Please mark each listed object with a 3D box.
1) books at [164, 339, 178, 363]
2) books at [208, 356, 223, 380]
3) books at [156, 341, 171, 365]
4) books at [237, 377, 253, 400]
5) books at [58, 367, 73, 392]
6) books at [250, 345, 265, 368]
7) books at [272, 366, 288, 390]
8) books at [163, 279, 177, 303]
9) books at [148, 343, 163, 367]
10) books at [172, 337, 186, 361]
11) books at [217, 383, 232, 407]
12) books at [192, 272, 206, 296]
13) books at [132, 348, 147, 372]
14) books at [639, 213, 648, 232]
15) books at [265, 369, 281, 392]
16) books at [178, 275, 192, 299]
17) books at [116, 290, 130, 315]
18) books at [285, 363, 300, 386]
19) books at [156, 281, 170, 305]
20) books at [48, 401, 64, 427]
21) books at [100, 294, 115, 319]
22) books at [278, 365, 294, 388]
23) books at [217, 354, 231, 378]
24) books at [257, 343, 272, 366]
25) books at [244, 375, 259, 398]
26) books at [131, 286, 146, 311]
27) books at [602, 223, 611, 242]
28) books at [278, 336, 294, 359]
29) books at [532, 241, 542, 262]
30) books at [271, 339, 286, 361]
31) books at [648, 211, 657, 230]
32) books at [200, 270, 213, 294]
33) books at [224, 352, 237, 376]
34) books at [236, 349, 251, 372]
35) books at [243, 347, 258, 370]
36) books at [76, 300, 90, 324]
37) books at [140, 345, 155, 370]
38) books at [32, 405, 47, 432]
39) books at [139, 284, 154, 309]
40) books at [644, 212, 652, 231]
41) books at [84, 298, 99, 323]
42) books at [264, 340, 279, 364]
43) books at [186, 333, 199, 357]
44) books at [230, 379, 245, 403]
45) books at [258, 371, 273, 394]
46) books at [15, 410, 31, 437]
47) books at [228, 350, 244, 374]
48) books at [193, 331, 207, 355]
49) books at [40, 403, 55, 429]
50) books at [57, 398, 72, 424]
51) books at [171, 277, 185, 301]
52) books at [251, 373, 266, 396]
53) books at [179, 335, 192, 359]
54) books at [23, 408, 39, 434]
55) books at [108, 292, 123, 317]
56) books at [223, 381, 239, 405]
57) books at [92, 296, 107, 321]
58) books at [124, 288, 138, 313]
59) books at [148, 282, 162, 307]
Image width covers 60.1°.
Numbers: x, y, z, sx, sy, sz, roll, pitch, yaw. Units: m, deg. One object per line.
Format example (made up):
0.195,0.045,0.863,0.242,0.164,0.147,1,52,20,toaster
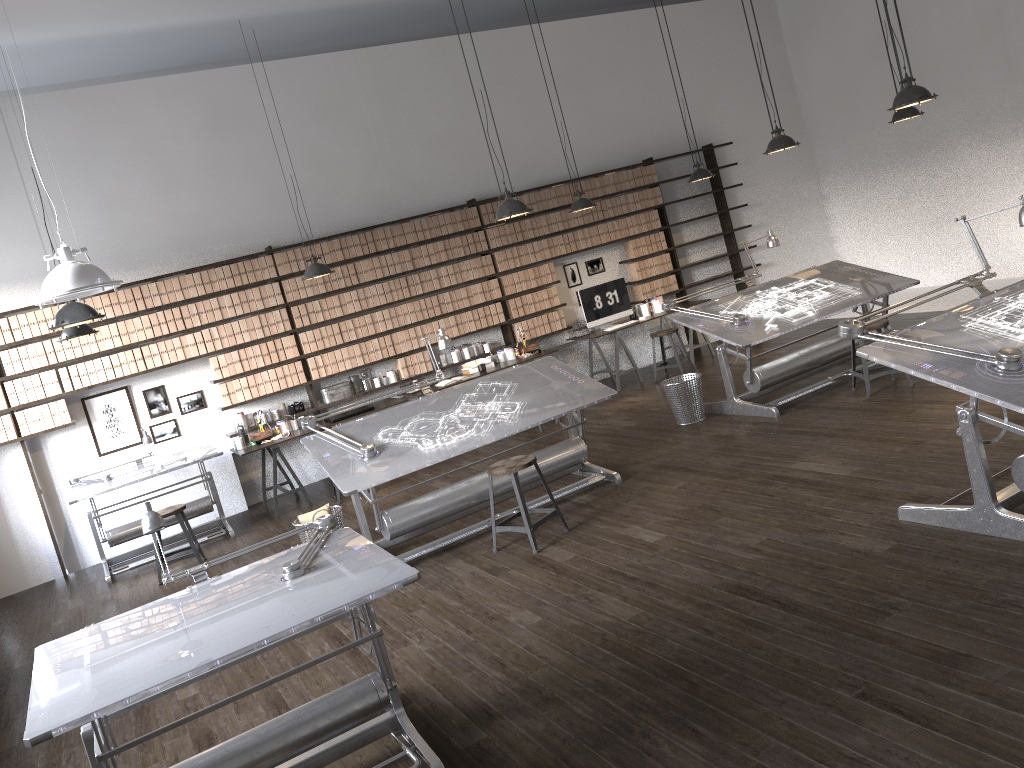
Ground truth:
-3.252,-0.309,8.442,0.067,0.224,0.174,-18,7,-25,books
-2.883,-0.152,8.610,0.067,0.225,0.174,-18,7,-25,books
-3.313,-0.288,8.411,0.067,0.224,0.174,-18,7,-25,books
-2.633,0.045,8.724,0.067,0.225,0.174,-18,7,-25,books
-4.048,-0.036,8.038,0.067,0.224,0.174,-18,7,-25,books
-2.530,-0.273,8.788,0.067,0.224,0.174,-18,7,-25,books
-2.328,-0.059,8.876,0.067,0.225,0.174,-18,7,-25,books
-3.268,-0.881,8.458,0.067,0.224,0.174,-18,7,-25,books
-3.372,-0.267,8.377,0.067,0.224,0.174,-18,7,-25,books
-3.192,-0.329,8.466,0.067,0.225,0.174,-18,7,-25,books
-2.806,0.105,8.636,0.067,0.225,0.174,-18,7,-25,books
-3.034,-0.961,8.570,0.067,0.225,0.174,-18,7,-25,books
-3.498,-0.224,8.313,0.067,0.225,0.174,-18,7,-25,books
1.568,-1.966,10.859,0.067,0.225,0.174,-18,7,-25,books
-2.390,-0.038,8.845,0.067,0.224,0.174,-18,7,-25,books
-3.152,-0.921,8.515,0.067,0.224,0.174,-18,7,-25,books
-3.635,-0.755,8.271,0.067,0.224,0.174,-18,7,-25,books
-2.220,-0.097,8.938,0.067,0.224,0.174,-18,7,-25,books
-3.329,-0.860,8.427,0.067,0.224,0.174,-18,7,-25,books
-4.117,0.270,7.996,0.067,0.224,0.174,-18,7,-25,books
-3.749,-0.715,8.209,0.067,0.224,0.174,-18,7,-25,books
-2.275,-0.078,8.907,0.067,0.224,0.174,-18,7,-25,books
-2.822,-0.173,8.643,0.067,0.224,0.174,-18,7,-25,books
-2.471,-0.294,8.823,0.067,0.224,0.174,-18,7,-25,books
-2.575,0.025,8.758,0.067,0.224,0.174,-18,7,-25,books
-3.513,-0.797,8.329,0.067,0.225,0.174,-18,7,-25,books
1.090,-1.802,10.618,0.067,0.225,0.174,-18,7,-25,books
-2.277,-0.360,8.919,0.067,0.224,0.174,-18,7,-25,books
0.250,-1.515,10.200,0.067,0.224,0.174,-18,7,-25,books
-2.343,-0.338,8.888,0.067,0.224,0.174,-18,7,-25,books
1.684,-2.007,10.924,0.067,0.224,0.174,-18,7,-25,books
-2.975,-0.981,8.604,0.067,0.224,0.174,-18,7,-25,books
-2.769,-0.192,8.672,0.067,0.224,0.174,-18,7,-25,books
-2.654,-0.231,8.731,0.067,0.224,0.174,-18,7,-25,books
-2.593,-0.252,8.762,0.067,0.224,0.174,-18,7,-25,books
-3.934,-0.653,8.122,0.067,0.224,0.174,-18,7,-25,books
-3.436,-0.246,8.350,0.067,0.224,0.174,-18,7,-25,books
-4.234,0.310,7.935,0.067,0.224,0.174,-18,7,-25,books
-3.451,-0.819,8.366,0.067,0.224,0.174,-18,7,-25,books
1.623,-1.986,10.894,0.067,0.224,0.174,-18,7,-25,books
-3.875,-0.674,8.154,0.067,0.224,0.174,-18,7,-25,books
-2.404,-0.316,8.851,0.067,0.225,0.174,-18,7,-25,books
-3.082,-0.367,8.524,0.067,0.224,0.174,-18,7,-25,books
-2.696,0.067,8.695,0.067,0.224,0.174,-18,7,-25,books
-2.454,-0.016,8.817,0.067,0.224,0.174,-18,7,-25,books
-4.349,0.350,7.873,0.067,0.225,0.174,-18,7,-25,books
-2.709,-0.212,8.697,0.067,0.225,0.174,-18,7,-25,books
-3.019,-0.388,8.554,0.067,0.225,0.174,-18,7,-25,books
-4.174,0.290,7.960,0.067,0.225,0.174,-18,7,-25,books
-4.057,0.249,8.025,0.067,0.224,0.174,-18,7,-25,books
-3.207,-0.901,8.482,0.067,0.225,0.174,-18,7,-25,books
-2.515,0.004,8.790,0.067,0.224,0.174,-18,7,-25,books
-3.136,-0.349,8.499,0.067,0.224,0.174,-18,7,-25,books
-4.287,0.329,7.906,0.067,0.224,0.174,-18,7,-25,books
-3.687,-0.737,8.240,0.067,0.225,0.174,-18,7,-25,books
-2.751,0.085,8.669,0.067,0.224,0.174,-18,7,-25,books
-3.813,-0.694,8.180,0.067,0.224,0.174,-18,7,-25,books
-3.579,-0.775,8.302,0.067,0.224,0.174,-18,7,-25,books
-3.388,-0.840,8.393,0.067,0.224,0.174,-18,7,-25,books
